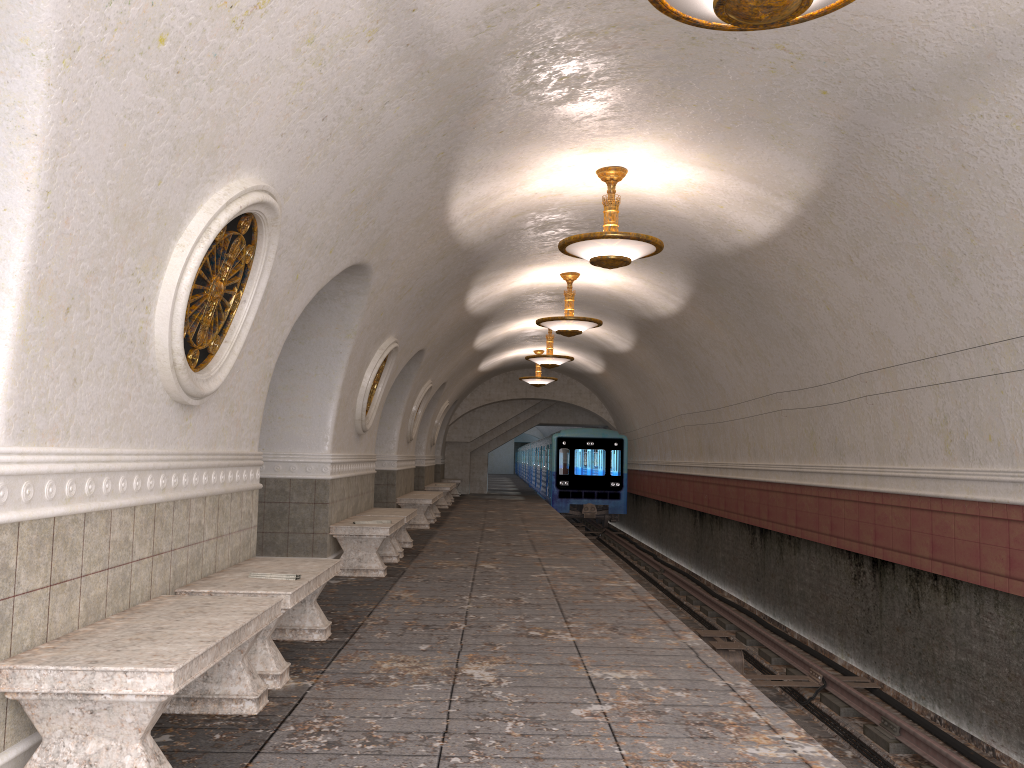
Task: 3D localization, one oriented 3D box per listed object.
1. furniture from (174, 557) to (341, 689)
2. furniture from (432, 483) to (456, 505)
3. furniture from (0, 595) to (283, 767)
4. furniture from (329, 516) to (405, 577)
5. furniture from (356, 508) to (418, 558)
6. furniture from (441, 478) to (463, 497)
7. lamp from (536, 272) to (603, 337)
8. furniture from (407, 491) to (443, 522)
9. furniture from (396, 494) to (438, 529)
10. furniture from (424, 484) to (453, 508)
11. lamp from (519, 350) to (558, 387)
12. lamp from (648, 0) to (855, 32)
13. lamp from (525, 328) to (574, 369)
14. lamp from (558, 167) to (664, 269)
[{"bbox_3d":[-1.479,1.395,5.359,0.613,0.508,1.509,1,-5,-1],"label":"furniture"},{"bbox_3d":[-1.807,2.871,23.288,0.613,0.508,1.509,1,-5,-1],"label":"furniture"},{"bbox_3d":[-1.448,1.257,3.684,0.613,0.508,1.509,1,-5,-1],"label":"furniture"},{"bbox_3d":[-1.558,1.750,9.672,0.613,0.508,1.509,1,-5,-1],"label":"furniture"},{"bbox_3d":[-1.588,1.888,11.347,0.613,0.508,1.509,1,-5,-1],"label":"furniture"},{"bbox_3d":[-1.892,3.250,27.893,0.613,0.508,1.509,1,-5,-1],"label":"furniture"},{"bbox_3d":[0.863,-1.176,13.332,1.008,0.955,1.008,0,-5,15],"label":"lamp"},{"bbox_3d":[-1.698,2.382,17.347,0.613,0.508,1.509,1,-5,-1],"label":"furniture"},{"bbox_3d":[-1.668,2.244,15.671,0.613,0.508,1.509,1,-5,-1],"label":"furniture"},{"bbox_3d":[-1.777,2.733,21.612,0.613,0.508,1.509,1,-5,-1],"label":"furniture"},{"bbox_3d":[0.686,-0.384,22.956,1.008,0.955,1.008,-3,-7,45],"label":"lamp"},{"bbox_3d":[1.040,-1.972,3.674,1.008,0.955,1.008,3,-5,-17],"label":"lamp"},{"bbox_3d":[0.775,-0.780,18.143,1.008,0.955,1.008,0,-5,15],"label":"lamp"},{"bbox_3d":[0.951,-1.573,8.519,1.008,0.955,1.008,3,-5,-17],"label":"lamp"}]
